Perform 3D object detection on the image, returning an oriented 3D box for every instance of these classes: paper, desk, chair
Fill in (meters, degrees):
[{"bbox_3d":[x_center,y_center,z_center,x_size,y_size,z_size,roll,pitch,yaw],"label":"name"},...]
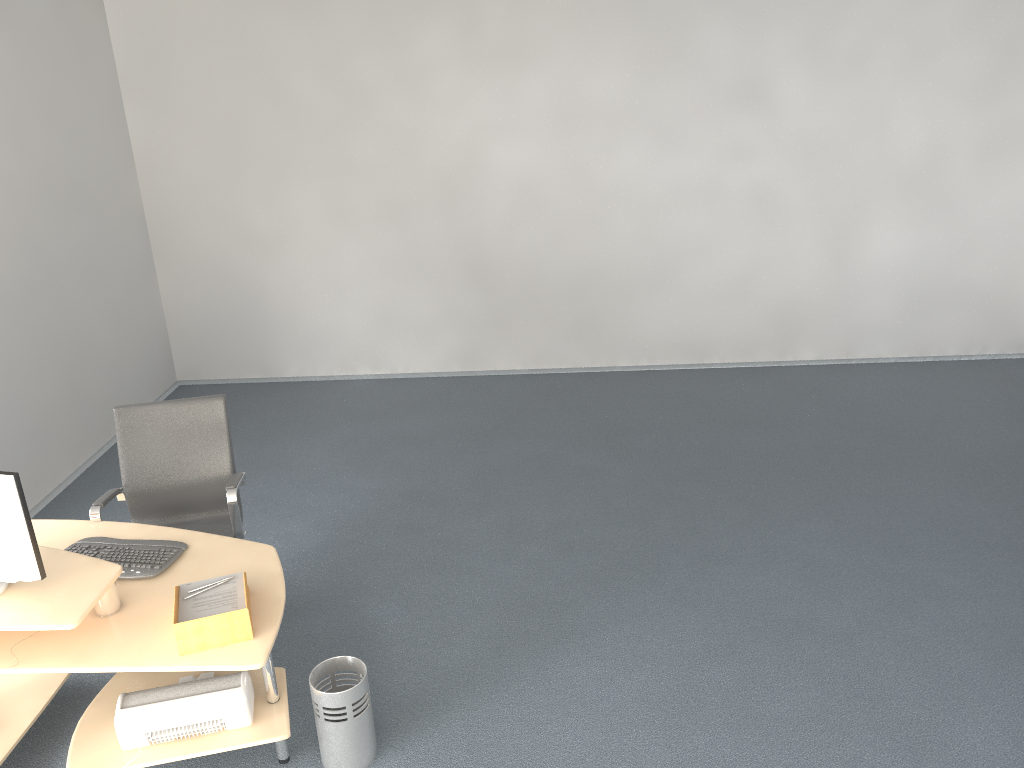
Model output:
[{"bbox_3d":[-0.984,0.718,2.914,0.210,0.010,0.297,-9,21,-16],"label":"paper"},{"bbox_3d":[-1.476,0.666,3.179,1.469,1.566,0.967,-2,21,3],"label":"desk"},{"bbox_3d":[-1.461,0.666,3.914,0.584,1.048,0.652,-7,21,-9],"label":"chair"}]

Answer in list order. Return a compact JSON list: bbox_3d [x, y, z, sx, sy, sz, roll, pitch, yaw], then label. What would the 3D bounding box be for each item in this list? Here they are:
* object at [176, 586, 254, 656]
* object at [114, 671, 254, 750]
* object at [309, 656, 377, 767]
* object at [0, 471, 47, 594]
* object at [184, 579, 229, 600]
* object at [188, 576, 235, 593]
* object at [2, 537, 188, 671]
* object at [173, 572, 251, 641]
[{"bbox_3d":[-0.982,0.755,2.927,0.225,0.060,0.309,-9,21,-16],"label":"object"},{"bbox_3d":[-1.156,1.098,3.174,0.438,0.162,0.351,-7,21,-11],"label":"object"},{"bbox_3d":[-0.621,1.226,3.279,0.208,0.377,0.208,-21,27,-40],"label":"object"},{"bbox_3d":[-1.789,0.481,2.811,0.516,0.418,0.245,6,23,24],"label":"object"},{"bbox_3d":[-1.023,0.688,2.976,0.159,0.009,0.008,-20,26,-38],"label":"object"},{"bbox_3d":[-1.016,0.677,3.003,0.159,0.009,0.008,-16,24,-30],"label":"object"},{"bbox_3d":[-1.530,0.766,3.093,0.478,0.082,0.814,1,21,10],"label":"object"},{"bbox_3d":[-0.984,0.702,2.907,0.225,0.060,0.309,-9,21,-16],"label":"object"}]
